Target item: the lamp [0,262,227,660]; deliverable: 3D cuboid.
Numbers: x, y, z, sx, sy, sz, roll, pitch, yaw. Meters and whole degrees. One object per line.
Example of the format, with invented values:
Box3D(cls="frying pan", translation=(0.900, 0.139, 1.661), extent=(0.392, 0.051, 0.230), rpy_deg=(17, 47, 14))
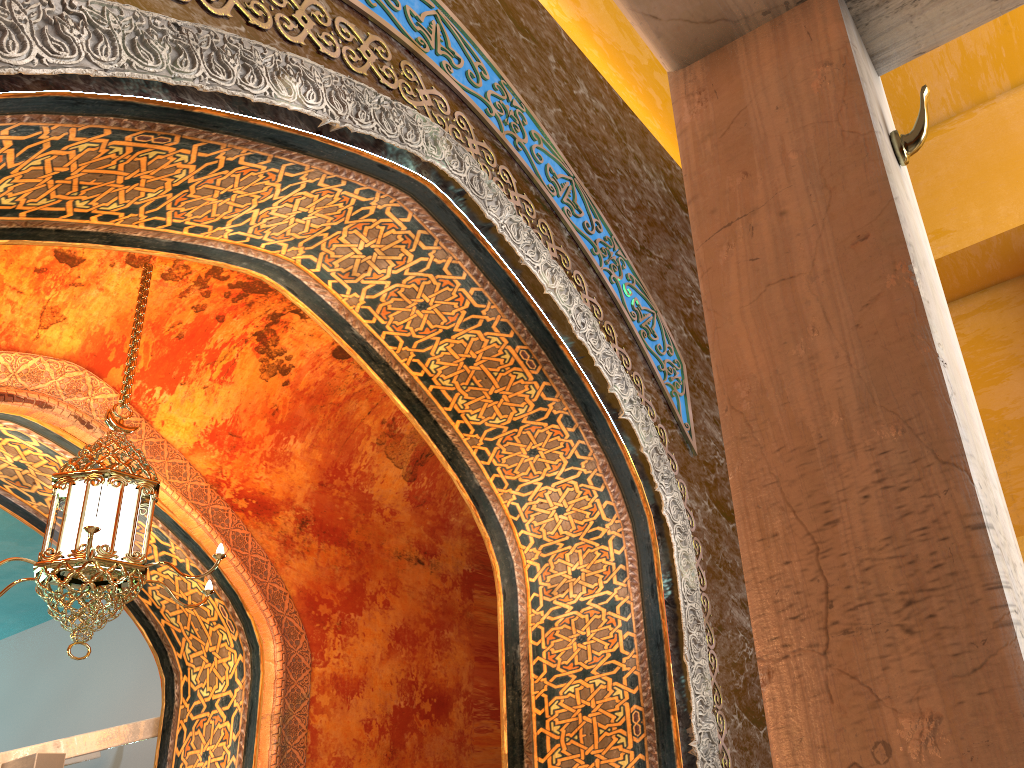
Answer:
Box3D(cls="lamp", translation=(-2.130, 0.299, 4.585), extent=(1.034, 2.281, 1.443), rpy_deg=(-20, -30, 29))
